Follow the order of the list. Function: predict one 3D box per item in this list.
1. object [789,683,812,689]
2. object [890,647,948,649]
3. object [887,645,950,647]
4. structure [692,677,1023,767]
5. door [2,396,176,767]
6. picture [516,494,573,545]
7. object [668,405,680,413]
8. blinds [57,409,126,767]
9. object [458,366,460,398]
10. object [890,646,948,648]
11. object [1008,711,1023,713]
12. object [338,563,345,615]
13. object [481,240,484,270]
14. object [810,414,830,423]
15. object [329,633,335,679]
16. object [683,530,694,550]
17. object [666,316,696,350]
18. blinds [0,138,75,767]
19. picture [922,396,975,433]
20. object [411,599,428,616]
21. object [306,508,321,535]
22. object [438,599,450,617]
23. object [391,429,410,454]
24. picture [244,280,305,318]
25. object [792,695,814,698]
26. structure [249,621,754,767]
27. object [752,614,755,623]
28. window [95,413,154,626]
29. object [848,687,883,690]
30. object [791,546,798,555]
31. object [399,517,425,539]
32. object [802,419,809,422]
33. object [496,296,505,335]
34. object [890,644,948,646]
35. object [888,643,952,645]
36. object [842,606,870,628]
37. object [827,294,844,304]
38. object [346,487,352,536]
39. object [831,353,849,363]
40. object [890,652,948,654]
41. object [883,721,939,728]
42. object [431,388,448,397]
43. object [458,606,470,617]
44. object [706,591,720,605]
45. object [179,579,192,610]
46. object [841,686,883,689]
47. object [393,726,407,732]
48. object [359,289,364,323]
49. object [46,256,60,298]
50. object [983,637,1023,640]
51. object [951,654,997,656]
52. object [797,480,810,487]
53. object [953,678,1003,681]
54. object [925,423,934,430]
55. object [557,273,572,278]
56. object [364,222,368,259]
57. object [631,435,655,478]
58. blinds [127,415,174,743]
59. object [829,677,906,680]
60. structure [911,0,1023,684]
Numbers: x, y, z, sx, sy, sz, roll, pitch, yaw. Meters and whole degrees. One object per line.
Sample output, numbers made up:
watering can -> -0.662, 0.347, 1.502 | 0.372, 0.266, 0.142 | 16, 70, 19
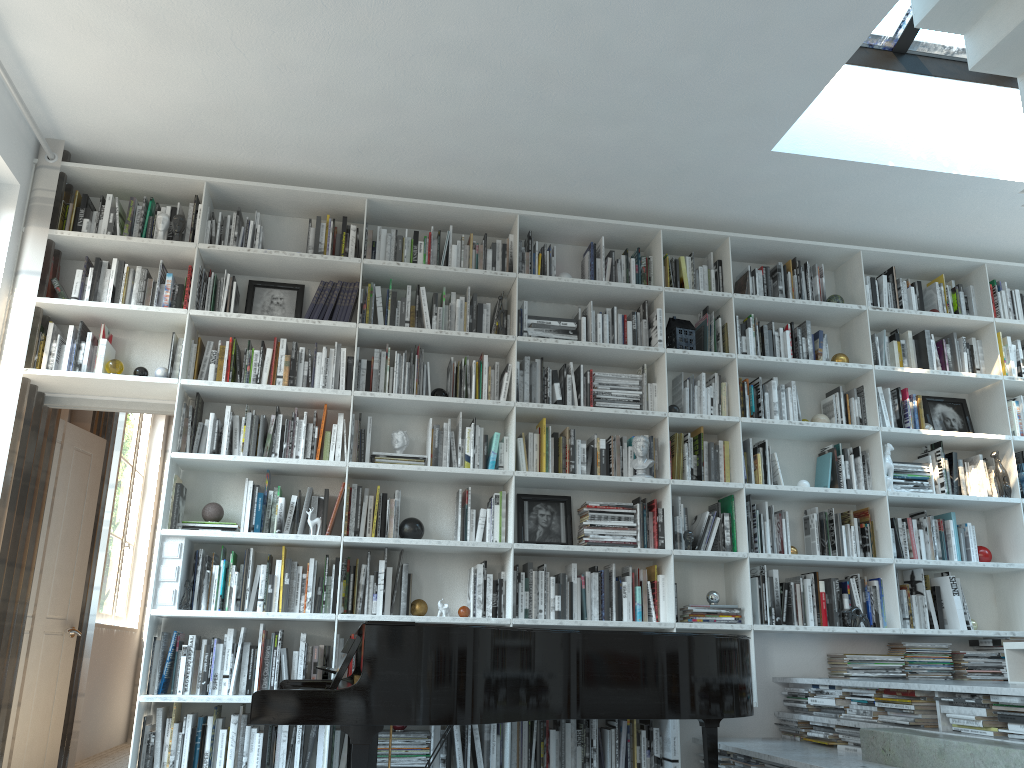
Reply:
object -> 1.586, 1.591, 4.669 | 0.131, 0.024, 0.291 | 3, -17, -8
object -> 2.249, 1.461, 4.908 | 0.254, 0.005, 0.161 | 4, -18, -10
object -> 2.249, 1.450, 4.912 | 0.285, 0.005, 0.160 | 4, -18, -10
structure -> 2.528, 1.521, 3.425 | 2.899, 0.657, 3.123 | 4, -18, -10
door -> -2.206, 1.142, 4.714 | 0.834, 1.974, 0.789 | 4, -17, -10
picture -> 0.175, 0.741, 4.765 | 0.300, 0.298, 0.078 | 4, -17, -10
object -> 0.893, 0.150, 4.917 | 0.071, 0.072, 0.072 | -12, -21, 37
blinds -> -2.669, 0.738, 5.547 | 0.140, 3.220, 0.778 | 4, -17, -10
object -> -0.301, 0.030, 4.840 | 0.010, 0.224, 0.143 | 4, -17, -10
object -> 2.249, 1.455, 4.910 | 0.254, 0.005, 0.161 | 4, -18, -10
object -> 1.880, 1.158, 3.125 | 0.142, 0.006, 0.204 | 5, -18, -12
object -> -0.852, 1.029, 4.429 | 0.012, 0.253, 0.161 | 4, -17, -10
object -> -0.178, -0.674, 5.064 | 0.010, 0.246, 0.157 | 4, -17, -10
object -> 1.798, 0.230, 5.171 | 0.112, 0.112, 0.112 | 12, -20, -31
object -> -0.884, 1.372, 4.343 | 0.017, 0.289, 0.089 | 4, -17, -10
object -> 0.931, 0.823, 4.661 | 0.054, 0.113, 0.079 | 4, -17, -11
object -> 0.965, -0.266, 5.085 | 0.135, 0.247, 0.136 | 7, -18, -19
blinds -> -2.453, 0.396, 4.436 | 0.140, 3.220, 0.778 | 4, -17, -10
picture -> 2.661, 0.219, 5.406 | 0.300, 0.298, 0.078 | 4, -17, -10
object -> -0.469, 1.128, 4.459 | 0.091, 0.091, 0.091 | 12, -20, -31
object -> -0.972, 0.676, 4.337 | 0.082, 0.139, 0.044 | 9, -19, -25
object -> -0.339, 1.117, 4.417 | 0.060, 0.094, 0.078 | -1, -17, 6
object -> -0.593, 0.310, 4.689 | 0.095, 0.156, 0.121 | 0, -17, 3
picture -> -1.293, -0.421, 4.822 | 0.300, 0.298, 0.078 | 4, -17, -10
object -> 1.580, 1.640, 4.654 | 0.135, 0.011, 0.222 | 3, -17, -6
structure -> 0.059, 1.347, 3.317 | 1.918, 0.830, 1.339 | 4, -17, -10
object -> 1.261, 1.258, 4.744 | 0.071, 0.072, 0.072 | -12, -21, 37
window -> -3.078, 0.837, 6.872 | 0.073, 2.002, 1.989 | 4, -17, -10
object -> 1.694, 1.413, 4.109 | 0.144, 0.005, 0.258 | 4, -18, -10
object -> 1.542, 0.931, 4.902 | 0.071, 0.072, 0.072 | -12, -21, 37
object -> -0.516, 0.752, 4.550 | 0.134, 0.135, 0.134 | -12, -21, 37
object -> 1.689, 0.236, 5.123 | 0.068, 0.068, 0.068 | 12, -20, -31
object -> -0.055, -0.362, 4.843 | 0.075, 0.254, 0.075 | 11, -19, -30
object -> 2.250, 1.444, 4.911 | 0.254, 0.005, 0.161 | 4, -18, -9
object -> 2.251, 1.436, 4.904 | 0.285, 0.005, 0.160 | 3, -17, -5
object -> 1.827, 1.236, 4.704 | 0.160, 0.113, 0.065 | 8, -18, -22
object -> 1.937, -0.484, 5.317 | 0.104, 0.105, 0.104 | -12, -21, 37
object -> -0.836, 0.676, 4.550 | 0.012, 0.269, 0.131 | 4, -17, -10
object -> 1.930, -0.131, 5.217 | 0.101, 0.101, 0.101 | 12, -20, -31
object -> 2.245, 1.486, 4.900 | 0.254, 0.005, 0.161 | 4, -18, -10
object -> 1.735, 1.457, 3.798 | 0.145, 0.010, 0.267 | 5, -18, -14
object -> -0.392, 0.070, 4.757 | 0.097, 0.098, 0.097 | -12, -21, 37
object -> -0.241, 1.146, 4.453 | 0.061, 0.062, 0.061 | -12, -21, 37
object -> 1.057, 1.123, 4.660 | 0.071, 0.072, 0.072 | -12, -21, 37
object -> -1.529, 0.989, 4.156 | 0.045, 0.146, 0.045 | -8, -19, 27
object -> 1.679, 1.406, 4.109 | 0.159, 0.007, 0.286 | 5, -18, -13
object -> -0.542, 1.626, 4.268 | 0.086, 0.087, 0.086 | 12, -20, -31
object -> -0.827, -0.373, 4.850 | 0.012, 0.253, 0.161 | 4, -17, -10
object -> -2.374, -0.509, 4.571 | 0.035, 0.294, 0.177 | 4, -17, -10
object -> 2.774, 1.429, 4.975 | 0.130, 0.015, 0.210 | 4, -18, -11
object -> 2.612, 1.519, 4.964 | 0.328, 0.008, 0.208 | 4, -18, -10
object -> 1.640, 0.575, 4.989 | 0.071, 0.072, 0.072 | -12, -21, 37
object -> 2.610, 1.643, 4.927 | 0.328, 0.008, 0.208 | 4, -18, -10
object -> 2.449, 0.278, 5.255 | 0.091, 0.092, 0.092 | -12, -21, 37
object -> 0.299, -0.586, 5.083 | 0.105, 0.105, 0.105 | 12, -20, -31
object -> -0.821, -0.738, 4.960 | 0.012, 0.284, 0.160 | 4, -17, -10
object -> 0.693, 0.401, 4.766 | 0.138, 0.243, 0.137 | -15, -23, 43
blinds -> -3.183, 1.549, 8.179 | 0.140, 3.220, 0.778 | 4, -17, -10
object -> 1.917, 1.589, 4.792 | 0.346, 0.007, 0.194 | 6, -18, -15
structure -> 2.761, -0.198, 3.574 | 2.614, 3.370, 1.961 | 4, -17, -10
